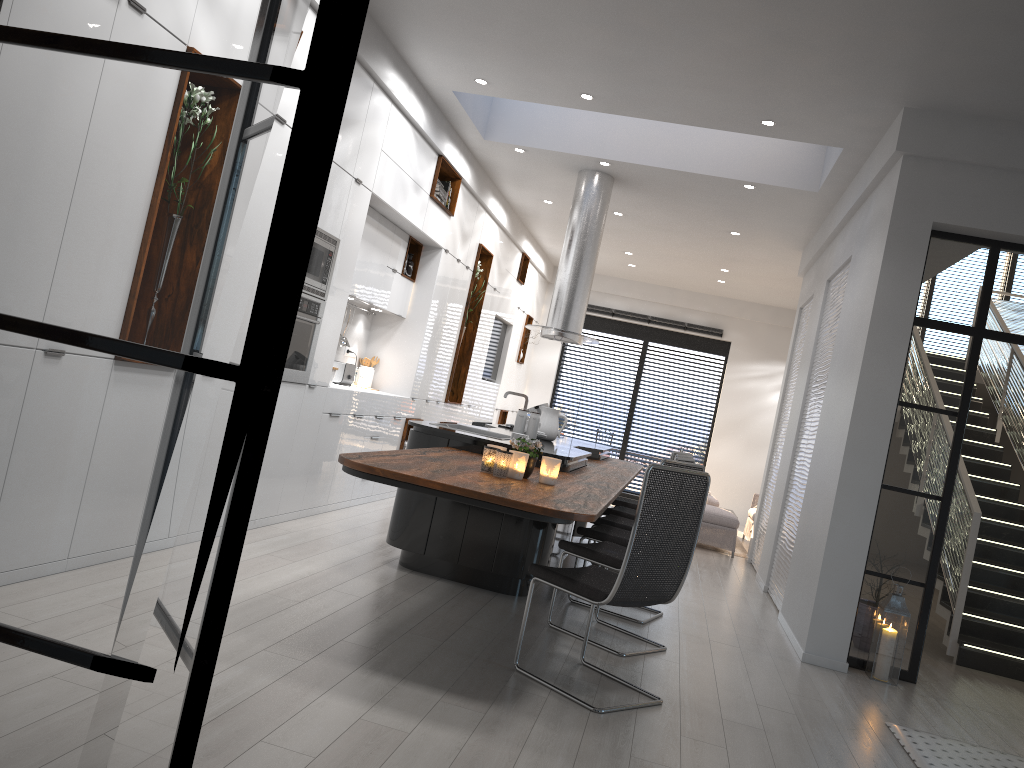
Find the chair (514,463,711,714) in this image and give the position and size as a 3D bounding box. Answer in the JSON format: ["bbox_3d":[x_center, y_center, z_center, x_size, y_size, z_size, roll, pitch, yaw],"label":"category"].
[{"bbox_3d":[0.426,0.815,3.886,0.469,1.019,0.538,14,-3,-44],"label":"chair"}]

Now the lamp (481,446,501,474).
[{"bbox_3d":[-0.102,0.354,4.103,0.078,0.120,0.078,12,-2,-6],"label":"lamp"}]

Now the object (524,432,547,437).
[{"bbox_3d":[0.133,0.385,6.700,0.263,0.033,0.265,13,-1,-42],"label":"object"}]

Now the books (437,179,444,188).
[{"bbox_3d":[-0.757,-1.808,7.952,0.251,0.047,0.306,12,-1,7],"label":"books"}]

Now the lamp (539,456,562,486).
[{"bbox_3d":[0.177,0.412,4.199,0.096,0.124,0.095,10,-2,44],"label":"lamp"}]

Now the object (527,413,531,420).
[{"bbox_3d":[0.133,0.329,7.335,0.212,0.174,0.211,12,-2,18],"label":"object"}]

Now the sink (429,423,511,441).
[{"bbox_3d":[-0.242,0.390,5.945,0.485,0.153,0.737,12,-1,11],"label":"sink"}]

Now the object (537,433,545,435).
[{"bbox_3d":[0.137,0.364,6.700,0.229,0.016,0.229,12,-1,8],"label":"object"}]

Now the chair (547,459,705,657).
[{"bbox_3d":[0.607,0.868,4.804,0.538,1.019,0.469,10,-3,41],"label":"chair"}]

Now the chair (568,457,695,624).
[{"bbox_3d":[0.748,0.910,5.607,0.538,1.019,0.469,11,-2,26],"label":"chair"}]

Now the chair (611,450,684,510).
[{"bbox_3d":[1.189,1.042,8.056,0.537,1.019,0.470,12,-2,11],"label":"chair"}]

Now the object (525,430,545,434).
[{"bbox_3d":[0.138,0.359,6.700,0.229,0.016,0.229,12,-1,8],"label":"object"}]

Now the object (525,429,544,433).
[{"bbox_3d":[0.139,0.355,6.700,0.229,0.016,0.229,12,-1,8],"label":"object"}]

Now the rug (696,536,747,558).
[{"bbox_3d":[2.015,1.770,10.860,1.625,0.020,2.515,12,-1,11],"label":"rug"}]

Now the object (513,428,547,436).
[{"bbox_3d":[0.134,0.379,6.700,0.263,0.033,0.265,13,-1,-42],"label":"object"}]

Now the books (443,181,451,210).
[{"bbox_3d":[-0.685,-1.749,8.257,0.253,0.312,0.030,12,-2,11],"label":"books"}]

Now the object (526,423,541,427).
[{"bbox_3d":[0.145,0.330,6.702,0.138,0.051,0.138,12,-1,-9],"label":"object"}]

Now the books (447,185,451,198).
[{"bbox_3d":[-0.698,-1.750,8.228,0.217,0.272,0.030,12,-2,11],"label":"books"}]

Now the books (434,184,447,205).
[{"bbox_3d":[-0.753,-1.713,7.965,0.279,0.137,0.345,12,-1,6],"label":"books"}]

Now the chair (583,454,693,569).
[{"bbox_3d":[0.879,0.949,6.312,0.538,1.019,0.469,11,-2,26],"label":"chair"}]

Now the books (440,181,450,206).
[{"bbox_3d":[-0.690,-1.742,8.172,0.197,0.269,0.025,12,-2,11],"label":"books"}]

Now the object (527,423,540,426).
[{"bbox_3d":[0.146,0.324,6.702,0.138,0.051,0.138,12,-1,-9],"label":"object"}]

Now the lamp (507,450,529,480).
[{"bbox_3d":[0.022,0.377,4.114,0.095,0.124,0.095,12,-2,4],"label":"lamp"}]

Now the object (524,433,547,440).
[{"bbox_3d":[0.131,0.391,6.699,0.263,0.033,0.265,13,-1,-42],"label":"object"}]

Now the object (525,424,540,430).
[{"bbox_3d":[0.143,0.336,6.702,0.138,0.051,0.138,12,-1,-9],"label":"object"}]

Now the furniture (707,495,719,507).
[{"bbox_3d":[2.420,1.650,11.961,0.700,0.460,0.698,12,-1,11],"label":"furniture"}]

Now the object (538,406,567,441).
[{"bbox_3d":[0.294,0.317,6.960,0.212,0.254,0.182,10,-2,45],"label":"object"}]

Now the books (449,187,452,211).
[{"bbox_3d":[-0.667,-1.739,8.333,0.211,0.267,0.025,12,-2,11],"label":"books"}]

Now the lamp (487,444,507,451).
[{"bbox_3d":[-0.083,0.356,4.207,0.096,0.124,0.095,11,-2,28],"label":"lamp"}]

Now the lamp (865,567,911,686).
[{"bbox_3d":[2.224,1.400,5.193,0.148,0.666,0.156,12,-2,11],"label":"lamp"}]

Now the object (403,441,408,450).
[{"bbox_3d":[-1.117,0.645,8.525,0.250,0.323,0.241,12,-2,11],"label":"object"}]

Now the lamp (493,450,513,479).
[{"bbox_3d":[-0.044,0.365,4.025,0.078,0.120,0.078,12,-2,-6],"label":"lamp"}]

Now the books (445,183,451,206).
[{"bbox_3d":[-0.687,-1.740,8.197,0.194,0.273,0.025,12,-2,11],"label":"books"}]

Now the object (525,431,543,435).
[{"bbox_3d":[0.136,0.368,6.700,0.229,0.016,0.229,12,-1,8],"label":"object"}]

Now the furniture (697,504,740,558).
[{"bbox_3d":[2.069,1.540,9.681,0.700,0.460,0.698,12,-1,6],"label":"furniture"}]

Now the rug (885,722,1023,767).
[{"bbox_3d":[2.754,1.812,3.297,2.278,0.020,1.582,12,-1,11],"label":"rug"}]

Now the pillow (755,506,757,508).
[{"bbox_3d":[3.428,1.459,10.398,0.589,0.392,2.027,12,-1,-1],"label":"pillow"}]

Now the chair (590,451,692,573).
[{"bbox_3d":[1.024,0.992,7.110,0.538,1.019,0.469,11,-2,31],"label":"chair"}]
